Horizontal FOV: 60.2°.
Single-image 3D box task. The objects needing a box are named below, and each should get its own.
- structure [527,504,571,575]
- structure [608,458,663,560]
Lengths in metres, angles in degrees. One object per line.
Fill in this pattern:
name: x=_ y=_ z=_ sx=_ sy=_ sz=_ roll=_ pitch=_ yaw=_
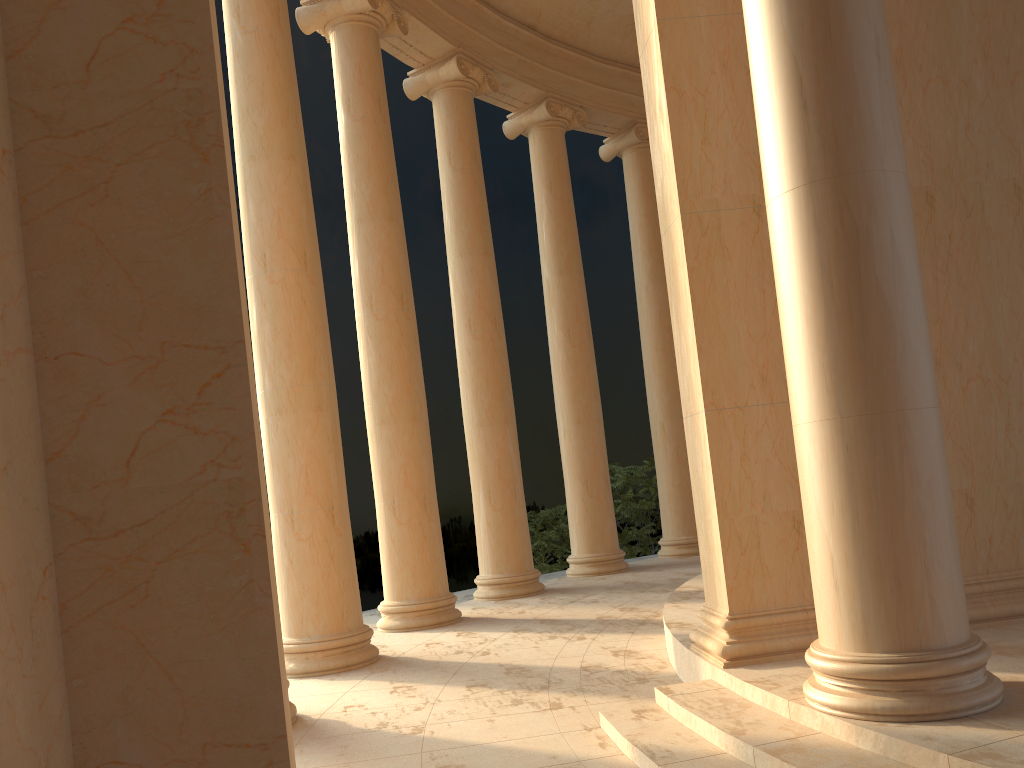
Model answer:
structure: x=55.450 y=304.764 z=1515.432 sx=149.421 sy=187.724 sz=156.075 roll=-7 pitch=-4 yaw=7
structure: x=241.102 y=280.984 z=1603.127 sx=247.046 sy=298.532 sz=238.678 roll=-6 pitch=-4 yaw=-2
